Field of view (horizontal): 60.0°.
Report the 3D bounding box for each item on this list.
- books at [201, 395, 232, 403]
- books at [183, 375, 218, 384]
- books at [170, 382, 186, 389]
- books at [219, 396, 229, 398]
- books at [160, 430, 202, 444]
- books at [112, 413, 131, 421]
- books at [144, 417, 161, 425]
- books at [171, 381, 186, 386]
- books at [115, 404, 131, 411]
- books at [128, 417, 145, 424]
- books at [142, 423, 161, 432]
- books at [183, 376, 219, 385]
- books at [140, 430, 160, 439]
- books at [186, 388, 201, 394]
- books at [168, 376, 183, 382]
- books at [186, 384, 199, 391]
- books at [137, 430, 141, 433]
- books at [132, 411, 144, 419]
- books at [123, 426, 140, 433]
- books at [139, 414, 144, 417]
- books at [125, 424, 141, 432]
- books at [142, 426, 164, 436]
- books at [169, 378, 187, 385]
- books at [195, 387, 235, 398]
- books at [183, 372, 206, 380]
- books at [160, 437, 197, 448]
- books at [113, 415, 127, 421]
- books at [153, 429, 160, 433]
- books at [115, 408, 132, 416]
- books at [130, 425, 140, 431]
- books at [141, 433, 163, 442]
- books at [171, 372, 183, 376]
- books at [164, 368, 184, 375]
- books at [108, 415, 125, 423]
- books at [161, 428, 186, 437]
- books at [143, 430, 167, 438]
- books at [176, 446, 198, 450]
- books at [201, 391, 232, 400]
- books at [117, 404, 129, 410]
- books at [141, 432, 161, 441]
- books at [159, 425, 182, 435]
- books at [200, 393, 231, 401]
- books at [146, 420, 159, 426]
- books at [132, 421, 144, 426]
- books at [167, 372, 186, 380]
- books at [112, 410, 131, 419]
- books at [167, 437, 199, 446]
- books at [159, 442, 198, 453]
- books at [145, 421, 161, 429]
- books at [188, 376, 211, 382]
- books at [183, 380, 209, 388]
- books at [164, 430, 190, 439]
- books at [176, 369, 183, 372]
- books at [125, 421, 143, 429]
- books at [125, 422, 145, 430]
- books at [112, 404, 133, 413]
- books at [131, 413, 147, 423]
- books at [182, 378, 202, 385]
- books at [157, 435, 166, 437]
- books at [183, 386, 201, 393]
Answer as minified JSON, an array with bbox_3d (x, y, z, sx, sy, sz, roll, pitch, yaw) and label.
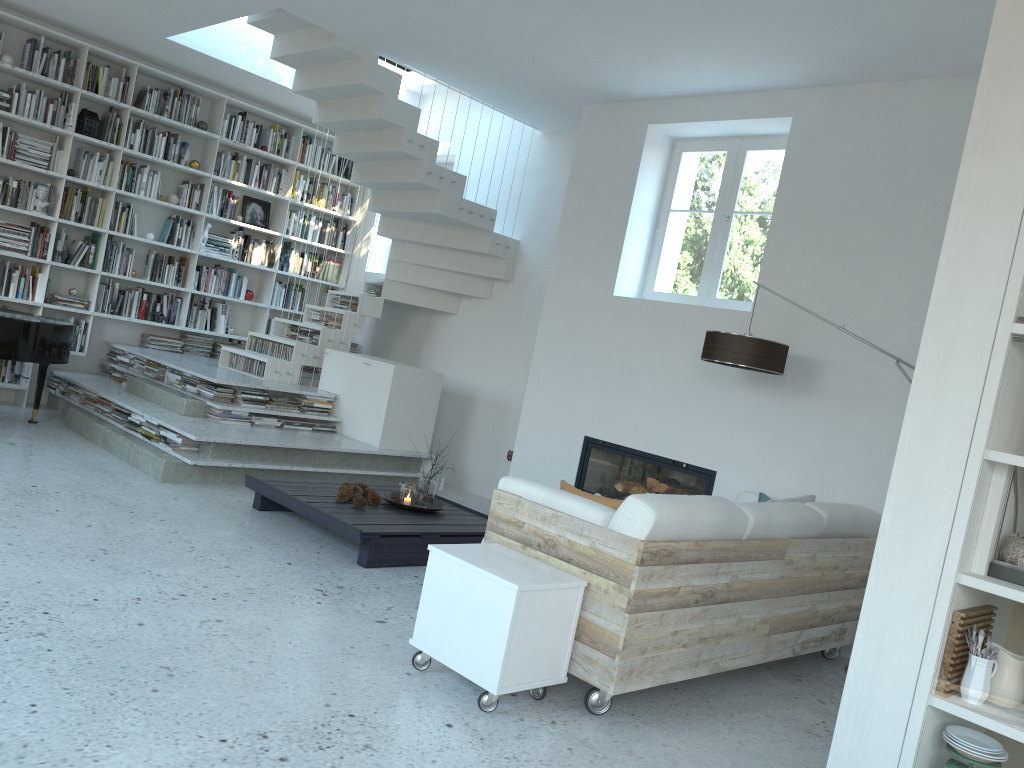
[{"bbox_3d":[-2.299,0.115,6.909,0.144,0.009,0.249,10,3,-45],"label":"books"},{"bbox_3d":[-2.485,-0.037,7.083,0.260,0.007,0.171,13,3,43],"label":"books"},{"bbox_3d":[-2.707,0.017,7.311,0.132,0.016,0.262,10,2,-40],"label":"books"},{"bbox_3d":[-2.294,0.080,6.905,0.134,0.006,0.226,10,2,-41],"label":"books"},{"bbox_3d":[-2.286,0.367,6.127,0.287,0.027,0.157,13,2,40],"label":"books"},{"bbox_3d":[-2.924,0.257,6.767,0.177,0.011,0.219,10,3,-43],"label":"books"},{"bbox_3d":[-2.491,0.269,6.334,0.183,0.016,0.256,10,3,-42],"label":"books"},{"bbox_3d":[-2.698,0.004,7.317,0.136,0.013,0.257,10,3,-45],"label":"books"},{"bbox_3d":[-2.900,0.187,6.774,0.157,0.007,0.268,10,3,-45],"label":"books"},{"bbox_3d":[-2.708,0.276,6.550,0.182,0.017,0.180,13,2,42],"label":"books"},{"bbox_3d":[-2.499,0.316,6.337,0.281,0.013,0.168,13,2,40],"label":"books"},{"bbox_3d":[-2.487,-0.027,7.083,0.281,0.013,0.168,13,2,42],"label":"books"},{"bbox_3d":[-2.513,0.369,6.336,0.191,0.006,0.274,10,3,-43],"label":"books"},{"bbox_3d":[-2.498,0.065,7.094,0.142,0.020,0.230,10,2,-40],"label":"books"},{"bbox_3d":[-2.710,-0.036,7.295,0.178,0.015,0.187,10,2,-40],"label":"books"},{"bbox_3d":[-2.491,0.034,7.094,0.155,0.028,0.189,10,3,-44],"label":"books"},{"bbox_3d":[-2.713,0.340,6.560,0.148,0.008,0.236,10,2,-40],"label":"books"},{"bbox_3d":[-2.691,0.236,6.557,0.139,0.013,0.287,10,2,-40],"label":"books"},{"bbox_3d":[-2.729,0.344,6.546,0.224,0.005,0.193,13,2,41],"label":"books"},{"bbox_3d":[-2.689,0.223,6.556,0.157,0.014,0.215,10,3,-43],"label":"books"},{"bbox_3d":[-2.715,0.333,6.557,0.297,0.005,0.171,13,3,44],"label":"books"},{"bbox_3d":[-2.505,0.339,6.337,0.191,0.015,0.245,10,3,-44],"label":"books"},{"bbox_3d":[-2.706,-0.016,7.304,0.167,0.024,0.192,10,3,-44],"label":"books"},{"bbox_3d":[-2.306,0.068,6.890,0.296,0.014,0.185,13,3,44],"label":"books"},{"bbox_3d":[-2.490,-0.060,7.072,0.189,0.022,0.237,10,2,-40],"label":"books"},{"bbox_3d":[-2.302,0.406,6.121,0.187,0.017,0.205,10,2,-40],"label":"books"},{"bbox_3d":[-2.920,0.268,6.774,0.290,0.008,0.147,13,2,41],"label":"books"},{"bbox_3d":[-2.495,0.332,6.346,0.150,0.004,0.290,10,2,-41],"label":"books"},{"bbox_3d":[-2.907,0.220,6.775,0.239,0.017,0.142,13,2,41],"label":"books"},{"bbox_3d":[-2.713,0.326,6.558,0.159,0.009,0.275,10,3,-42],"label":"books"},{"bbox_3d":[-2.520,0.387,6.334,0.191,0.016,0.208,10,2,-40],"label":"books"},{"bbox_3d":[-2.691,-0.078,7.304,0.208,0.017,0.145,13,2,40],"label":"books"},{"bbox_3d":[-2.704,-0.096,7.287,0.256,0.014,0.192,13,2,41],"label":"books"},{"bbox_3d":[-2.935,0.274,6.761,0.189,0.009,0.290,10,3,-42],"label":"books"},{"bbox_3d":[-2.284,0.333,6.121,0.265,0.010,0.176,13,2,41],"label":"books"},{"bbox_3d":[-2.502,0.365,6.347,0.170,0.006,0.268,10,3,-45],"label":"books"},{"bbox_3d":[-2.280,0.425,6.147,0.132,0.014,0.205,10,3,-45],"label":"books"},{"bbox_3d":[-2.301,0.089,6.901,0.207,0.015,0.153,13,2,42],"label":"books"},{"bbox_3d":[-2.901,0.179,6.771,0.160,0.008,0.238,10,3,-44],"label":"books"},{"bbox_3d":[-2.510,0.377,6.341,0.276,0.009,0.178,13,3,43],"label":"books"},{"bbox_3d":[-2.286,0.320,6.115,0.256,0.014,0.192,13,2,41],"label":"books"},{"bbox_3d":[-2.308,0.102,6.897,0.161,0.014,0.212,10,2,-41],"label":"books"},{"bbox_3d":[-2.494,0.282,6.335,0.178,0.010,0.195,10,2,-40],"label":"books"},{"bbox_3d":[-2.709,0.288,6.552,0.171,0.007,0.260,10,3,-42],"label":"books"},{"bbox_3d":[-2.702,-0.057,7.298,0.250,0.029,0.174,13,3,43],"label":"books"},{"bbox_3d":[-2.919,0.239,6.768,0.243,0.025,0.160,13,2,40],"label":"books"},{"bbox_3d":[-2.276,0.391,6.142,0.137,0.019,0.224,10,3,-44],"label":"books"},{"bbox_3d":[-2.304,0.437,6.126,0.184,0.017,0.230,10,3,-43],"label":"books"},{"bbox_3d":[-2.490,0.299,6.342,0.175,0.006,0.251,10,3,-45],"label":"books"},{"bbox_3d":[-2.483,-0.044,7.082,0.170,0.008,0.208,10,3,-42],"label":"books"},{"bbox_3d":[-2.492,0.007,7.086,0.177,0.026,0.230,10,3,-45],"label":"books"},{"bbox_3d":[-2.281,0.346,6.126,0.165,0.015,0.242,10,2,-41],"label":"books"},{"bbox_3d":[-2.680,-0.107,7.308,0.134,0.014,0.181,10,2,-40],"label":"books"},{"bbox_3d":[-2.717,0.306,6.549,0.214,0.013,0.189,13,3,43],"label":"books"},{"bbox_3d":[-2.715,0.317,6.553,0.267,0.008,0.180,13,3,44],"label":"books"},{"bbox_3d":[-2.912,0.195,6.765,0.280,0.014,0.170,13,2,42],"label":"books"},{"bbox_3d":[-2.694,0.256,6.559,0.222,0.028,0.141,13,2,40],"label":"books"},{"bbox_3d":[-2.492,-0.011,7.082,0.187,0.009,0.250,10,3,-45],"label":"books"},{"bbox_3d":[-2.494,0.356,6.352,0.154,0.014,0.196,10,3,-45],"label":"books"},{"bbox_3d":[-2.498,0.051,7.091,0.155,0.007,0.292,10,3,-42],"label":"books"}]
